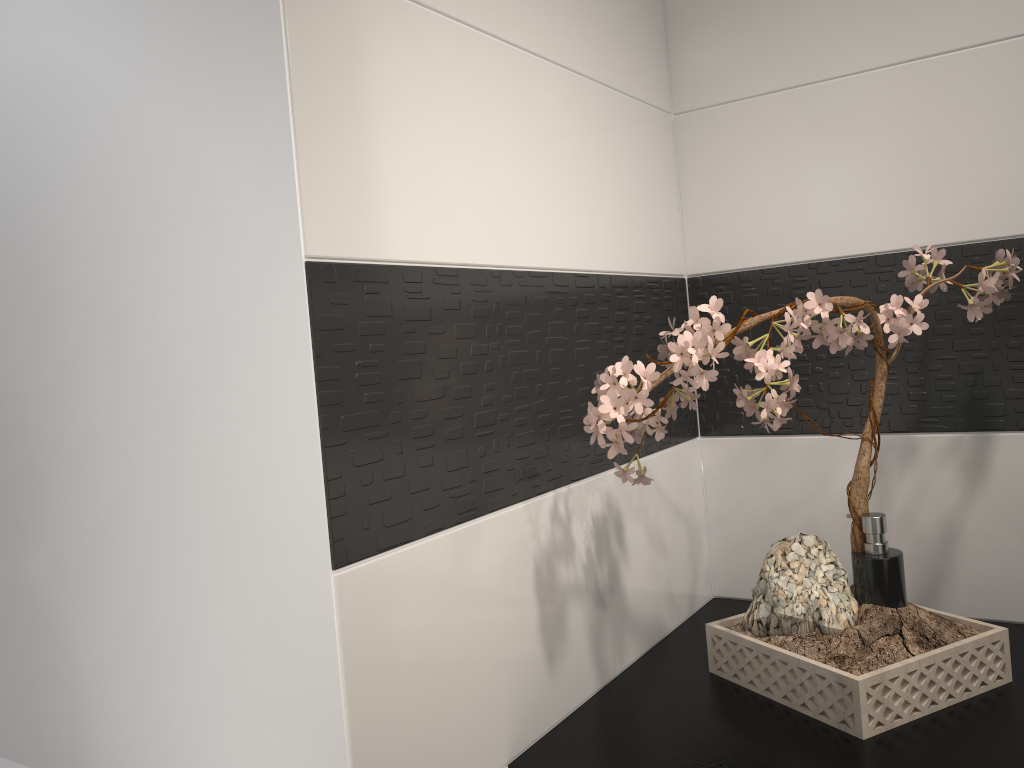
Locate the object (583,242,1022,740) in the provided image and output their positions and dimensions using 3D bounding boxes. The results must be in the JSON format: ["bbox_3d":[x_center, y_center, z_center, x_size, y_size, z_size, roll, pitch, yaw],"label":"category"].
[{"bbox_3d":[0.379,0.109,1.128,0.629,0.560,0.260,-6,1,-27],"label":"object"}]

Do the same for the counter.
[{"bbox_3d":[1.783,0.347,0.218,3.840,0.084,0.656,-3,3,33],"label":"counter"}]
